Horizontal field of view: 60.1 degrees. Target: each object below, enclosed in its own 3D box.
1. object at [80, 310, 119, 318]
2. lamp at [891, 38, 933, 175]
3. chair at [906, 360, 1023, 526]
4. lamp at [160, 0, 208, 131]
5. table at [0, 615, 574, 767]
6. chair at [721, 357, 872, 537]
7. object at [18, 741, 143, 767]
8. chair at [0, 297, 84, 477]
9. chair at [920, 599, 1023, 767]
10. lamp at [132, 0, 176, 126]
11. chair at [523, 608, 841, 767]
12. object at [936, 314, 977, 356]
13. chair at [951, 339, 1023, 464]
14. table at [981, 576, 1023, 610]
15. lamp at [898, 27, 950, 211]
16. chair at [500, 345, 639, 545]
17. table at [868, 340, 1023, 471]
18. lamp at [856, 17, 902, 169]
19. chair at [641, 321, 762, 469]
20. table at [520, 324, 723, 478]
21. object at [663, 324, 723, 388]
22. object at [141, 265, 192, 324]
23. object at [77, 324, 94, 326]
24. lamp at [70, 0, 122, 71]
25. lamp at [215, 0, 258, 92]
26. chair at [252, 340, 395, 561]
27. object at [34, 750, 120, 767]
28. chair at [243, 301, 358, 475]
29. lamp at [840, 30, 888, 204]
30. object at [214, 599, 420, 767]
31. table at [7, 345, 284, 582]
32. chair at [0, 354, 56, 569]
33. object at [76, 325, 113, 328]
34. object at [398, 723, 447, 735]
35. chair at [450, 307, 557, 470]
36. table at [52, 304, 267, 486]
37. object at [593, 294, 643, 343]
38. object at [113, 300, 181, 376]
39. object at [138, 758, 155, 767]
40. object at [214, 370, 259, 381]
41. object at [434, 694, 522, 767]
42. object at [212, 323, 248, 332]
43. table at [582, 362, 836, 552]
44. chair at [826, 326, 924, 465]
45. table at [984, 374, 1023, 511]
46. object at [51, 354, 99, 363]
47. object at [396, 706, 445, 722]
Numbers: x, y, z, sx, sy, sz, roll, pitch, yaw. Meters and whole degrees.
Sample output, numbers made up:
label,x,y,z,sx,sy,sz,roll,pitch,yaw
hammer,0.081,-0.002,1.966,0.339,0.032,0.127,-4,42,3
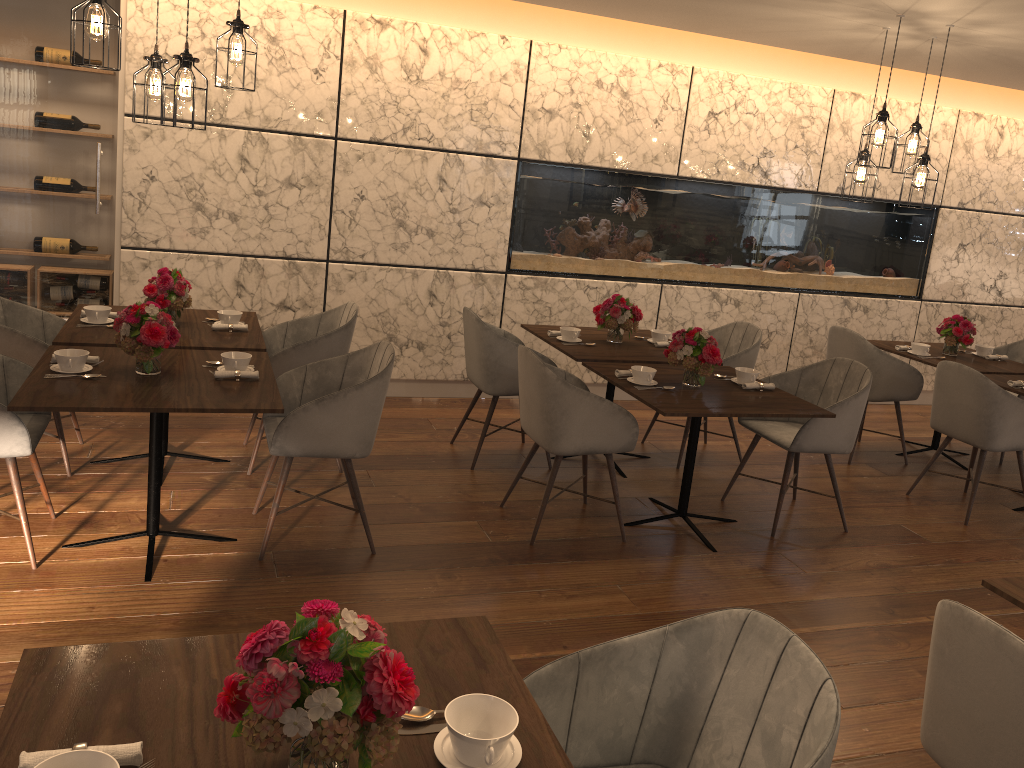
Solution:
label,x,y,z,sx,sy,sz,roll,pitch,yaw
object,-2.037,-0.346,4.375,0.175,0.038,0.057,1,14,-20
lamp,2.445,-2.238,5.031,0.175,2.048,0.177,3,12,-18
chair,2.688,0.310,5.096,0.526,0.863,0.572,2,13,-20
lamp,-1.227,-2.042,3.415,0.175,2.048,0.177,3,12,-18
table,-0.373,0.965,1.439,0.895,0.713,0.907,2,14,-20
chair,1.517,0.290,4.659,0.526,0.863,0.572,2,13,-20
object,-0.654,0.568,1.343,0.175,0.038,0.057,1,14,-20
chair,-2.376,-0.045,4.269,0.526,0.863,0.572,2,13,-20
chair,1.200,0.922,1.996,0.526,0.863,0.572,2,13,-20
lamp,-1.451,-2.131,3.672,0.175,2.048,0.177,3,12,-18
chair,0.254,0.894,1.687,0.526,0.863,0.572,2,13,-20
object,3.042,-0.348,6.091,0.234,0.298,0.308,7,13,1
chair,3.631,0.084,6.416,0.526,0.863,0.572,2,13,-20
table,1.812,1.010,2.226,0.895,0.713,0.907,2,14,-20
lamp,2.339,-1.968,4.699,0.175,2.048,0.177,3,12,-18
chair,0.264,0.260,4.223,0.526,0.863,0.572,2,13,-20
table,3.004,0.154,6.168,0.895,0.713,0.907,2,14,-20
lamp,2.051,-2.161,4.552,0.175,2.048,0.177,3,12,-18
chair,1.207,0.034,5.543,0.526,0.863,0.572,2,13,-20
table,0.581,0.104,5.295,0.895,0.713,0.907,2,14,-20
object,0.899,-0.145,4.334,0.235,0.298,0.308,-5,17,-41
object,-1.709,-0.446,4.381,0.234,0.298,0.308,7,13,1
object,-1.952,-0.277,4.210,0.210,0.004,0.022,1,15,-20
lamp,-1.515,-2.235,3.268,0.175,2.048,0.177,3,12,-18
lamp,-1.121,-2.312,3.747,0.175,2.048,0.177,3,12,-18
chair,-0.812,0.241,3.820,0.526,0.863,0.572,2,13,-20
object,-0.615,0.582,1.234,0.149,0.071,0.149,16,17,36
chair,-1.122,-0.015,4.705,0.526,0.863,0.572,2,13,-20
lamp,2.115,-2.057,4.956,0.175,2.048,0.177,3,12,-18
object,-0.294,0.465,1.376,0.305,0.298,0.237,6,12,-1
table,-1.439,0.312,3.572,0.895,0.713,0.907,2,14,-20
chair,-2.066,0.211,3.385,0.526,0.863,0.572,2,13,-20
object,-1.949,-0.275,4.182,0.197,0.014,0.043,2,14,-16
object,-0.108,0.596,1.543,0.210,0.004,0.022,1,15,-20
chair,-0.046,0.004,5.108,0.526,0.863,0.572,2,13,-20
table,-1.749,0.055,4.456,0.895,0.713,0.907,2,14,-20
object,0.619,-0.398,5.223,0.305,0.298,0.237,2,13,-18
object,-1.432,-0.193,3.495,0.235,0.298,0.308,-5,17,-41
object,-0.634,0.584,1.315,0.192,0.024,0.025,1,14,-20
object,-1.105,-0.037,3.557,0.175,0.038,0.057,1,14,-20
object,-0.054,0.584,1.474,0.149,0.071,0.149,16,17,36
object,-1.402,-0.283,4.404,0.175,0.038,0.057,1,14,-20
table,0.890,0.360,4.411,0.895,0.713,0.907,2,14,-20
chair,2.378,0.054,5.981,0.526,0.863,0.572,2,13,-20
table,3.314,0.410,5.283,0.895,0.713,0.907,2,14,-20
object,-1.740,-0.100,3.528,0.175,0.038,0.057,1,14,-20
object,-0.109,0.584,1.570,0.197,0.014,0.043,2,14,-16
